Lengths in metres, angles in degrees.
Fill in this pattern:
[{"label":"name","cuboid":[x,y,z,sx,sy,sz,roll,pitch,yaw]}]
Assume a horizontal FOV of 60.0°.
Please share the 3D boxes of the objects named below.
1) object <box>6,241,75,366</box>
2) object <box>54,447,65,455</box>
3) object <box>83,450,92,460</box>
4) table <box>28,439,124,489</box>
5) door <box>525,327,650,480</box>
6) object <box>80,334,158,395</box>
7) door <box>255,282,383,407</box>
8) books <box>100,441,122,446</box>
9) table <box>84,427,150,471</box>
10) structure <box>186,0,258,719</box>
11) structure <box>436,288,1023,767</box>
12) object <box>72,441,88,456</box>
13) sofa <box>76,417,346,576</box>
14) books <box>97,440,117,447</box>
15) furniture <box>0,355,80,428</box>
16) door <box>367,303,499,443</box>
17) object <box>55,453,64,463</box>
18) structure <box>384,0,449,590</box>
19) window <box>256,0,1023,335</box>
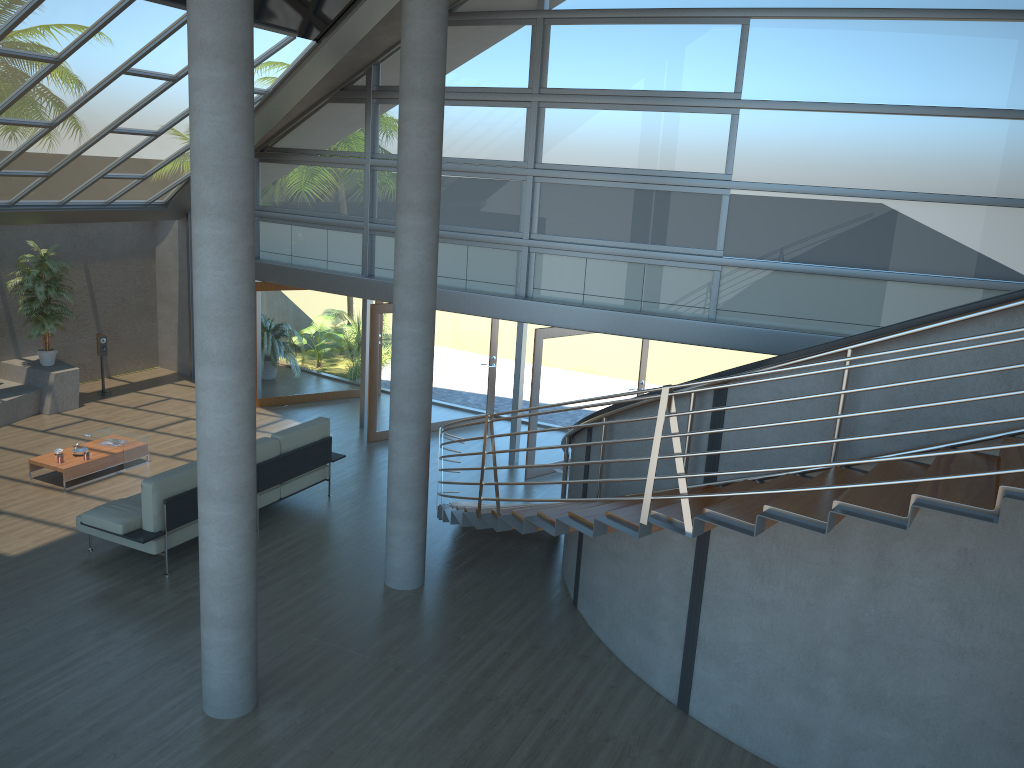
[{"label":"object","cuboid":[-6.903,-1.185,13.070,0.932,1.857,0.895,0,14,-16]},{"label":"object","cuboid":[-5.393,0.797,10.548,0.102,0.086,0.100,11,15,28]},{"label":"object","cuboid":[-4.999,0.839,10.444,0.085,0.101,0.070,-6,17,-36]},{"label":"table","cuboid":[-5.120,0.932,10.775,0.600,0.250,1.200,10,15,24]},{"label":"door","cuboid":[1.067,0.141,11.994,2.298,1.977,0.200,-9,18,-43]},{"label":"object","cuboid":[-9.024,-0.107,12.596,7.863,0.982,21.345,11,15,27]},{"label":"door","cuboid":[-3.129,-0.679,14.292,2.298,1.977,0.200,-6,17,-35]},{"label":"books","cuboid":[-4.967,0.731,11.085,0.275,0.005,0.189,6,14,8]},{"label":"table","cuboid":[-4.943,0.805,11.115,0.680,0.342,0.400,10,15,24]},{"label":"structure","cuboid":[-1.816,-1.150,5.576,0.381,7.125,0.382,10,15,24]},{"label":"structure","cuboid":[0.901,0.522,6.813,2.349,3.653,6.809,-3,15,-26]},{"label":"object","cuboid":[-5.152,0.766,10.578,0.178,0.161,0.178,-2,15,-23]},{"label":"sofa","cuboid":[-3.151,1.022,9.512,1.166,0.947,3.079,10,15,24]},{"label":"books","cuboid":[-5.005,0.742,11.048,0.275,0.005,0.189,5,14,5]},{"label":"furniture","cuboid":[-7.307,0.209,12.463,1.577,0.610,2.936,10,15,24]},{"label":"door","cuboid":[-1.115,-0.251,13.049,2.298,1.977,0.200,-8,18,-40]},{"label":"object","cuboid":[-5.242,0.861,10.287,0.085,0.101,0.070,9,15,23]},{"label":"structure","cuboid":[-0.806,-1.580,7.626,0.381,7.125,0.382,-2,14,-21]},{"label":"window","cuboid":[1.973,-1.991,11.148,16.616,6.630,1.098,9,15,22]}]
